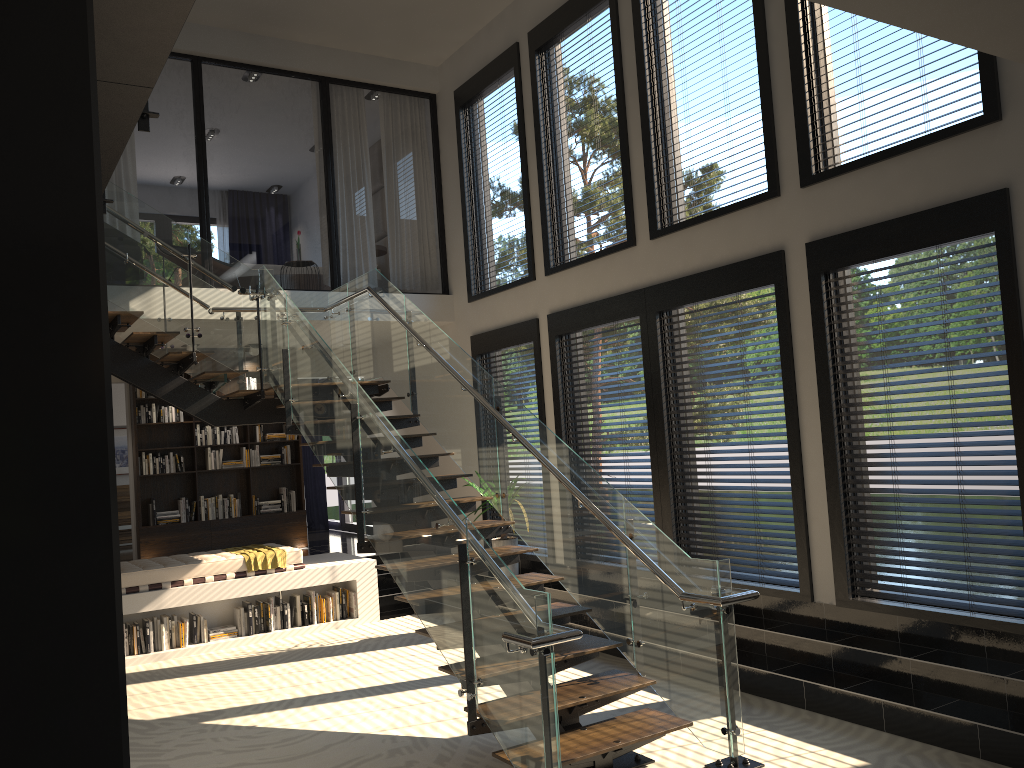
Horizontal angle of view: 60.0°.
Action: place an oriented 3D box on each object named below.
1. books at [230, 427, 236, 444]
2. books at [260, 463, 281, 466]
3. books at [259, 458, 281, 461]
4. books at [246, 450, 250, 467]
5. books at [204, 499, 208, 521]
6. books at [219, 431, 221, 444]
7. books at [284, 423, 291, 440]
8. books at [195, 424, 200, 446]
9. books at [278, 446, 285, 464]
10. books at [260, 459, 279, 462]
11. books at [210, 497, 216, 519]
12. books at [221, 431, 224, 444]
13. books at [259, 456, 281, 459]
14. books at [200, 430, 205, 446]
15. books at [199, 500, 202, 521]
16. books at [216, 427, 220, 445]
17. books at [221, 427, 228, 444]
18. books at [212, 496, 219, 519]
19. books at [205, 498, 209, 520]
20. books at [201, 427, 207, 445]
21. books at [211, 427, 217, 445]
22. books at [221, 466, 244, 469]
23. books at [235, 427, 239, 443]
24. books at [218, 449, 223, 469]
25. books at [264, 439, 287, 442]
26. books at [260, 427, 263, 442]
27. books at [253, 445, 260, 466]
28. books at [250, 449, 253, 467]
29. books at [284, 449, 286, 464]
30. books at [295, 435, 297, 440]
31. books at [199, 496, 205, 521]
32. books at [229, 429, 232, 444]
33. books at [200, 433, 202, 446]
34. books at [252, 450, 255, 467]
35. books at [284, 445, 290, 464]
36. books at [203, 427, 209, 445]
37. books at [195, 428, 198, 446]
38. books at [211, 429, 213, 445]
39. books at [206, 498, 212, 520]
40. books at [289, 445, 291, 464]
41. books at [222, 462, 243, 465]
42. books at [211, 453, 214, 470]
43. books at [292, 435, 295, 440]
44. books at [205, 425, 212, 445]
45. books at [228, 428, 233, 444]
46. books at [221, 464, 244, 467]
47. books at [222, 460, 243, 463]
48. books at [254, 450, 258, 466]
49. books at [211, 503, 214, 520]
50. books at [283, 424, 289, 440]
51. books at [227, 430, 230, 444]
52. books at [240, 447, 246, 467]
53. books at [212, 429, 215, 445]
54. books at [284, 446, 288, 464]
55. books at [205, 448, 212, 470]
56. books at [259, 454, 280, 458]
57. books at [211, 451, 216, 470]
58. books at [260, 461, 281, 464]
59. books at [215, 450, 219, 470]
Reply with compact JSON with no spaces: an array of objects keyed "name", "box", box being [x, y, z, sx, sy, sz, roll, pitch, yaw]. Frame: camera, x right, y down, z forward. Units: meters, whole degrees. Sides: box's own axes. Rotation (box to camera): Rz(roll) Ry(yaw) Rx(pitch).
[{"name":"books","box":[-3.645,0.670,11.576,0.024,0.220,0.148,-2,-3,-32]},{"name":"books","box":[-3.220,1.067,11.770,0.288,0.026,0.175,-2,-4,-27]},{"name":"books","box":[-3.230,1.000,11.782,0.268,0.022,0.156,-2,-4,-36]},{"name":"books","box":[-3.496,0.976,11.637,0.037,0.232,0.231,-2,-3,-32]},{"name":"books","box":[-3.917,1.603,11.289,0.030,0.262,0.173,-2,-3,-32]},{"name":"books","box":[-3.796,0.697,11.475,0.021,0.176,0.161,-2,-3,-32]},{"name":"books","box":[-3.025,0.642,11.969,0.028,0.239,0.187,-2,-3,-32]},{"name":"books","box":[-4.025,0.657,11.343,0.031,0.271,0.158,-2,-3,-32]},{"name":"books","box":[-3.085,0.953,11.857,0.030,0.244,0.177,-2,-3,-32]},{"name":"books","box":[-3.235,1.023,11.791,0.247,0.022,0.148,-2,-4,-31]},{"name":"books","box":[-3.832,1.593,11.360,0.031,0.280,0.141,-2,-3,-32]},{"name":"books","box":[-3.768,0.698,11.495,0.047,0.171,0.167,-2,-3,-32]},{"name":"books","box":[-3.231,0.979,11.782,0.260,0.021,0.167,-2,-4,-34]},{"name":"books","box":[-3.969,0.691,11.358,0.024,0.197,0.175,-2,-3,-32]},{"name":"books","box":[-3.983,1.607,11.277,0.026,0.263,0.156,-2,-3,-32]},{"name":"books","box":[-3.808,0.668,11.445,0.028,0.231,0.167,-2,-3,-32]},{"name":"books","box":[-3.733,0.650,11.510,0.032,0.264,0.149,-2,-3,-32]},{"name":"books","box":[-3.805,1.583,11.376,0.032,0.298,0.170,-2,-3,-32]},{"name":"books","box":[-3.904,1.598,11.320,0.025,0.274,0.150,-2,-3,-32]},{"name":"books","box":[-3.945,0.674,11.366,0.027,0.228,0.208,-2,-3,-32]},{"name":"books","box":[-3.839,0.663,11.440,0.030,0.244,0.142,-2,-3,-32]},{"name":"books","box":[-3.648,1.083,11.521,0.274,0.025,0.156,-2,-4,-35]},{"name":"books","box":[-3.616,0.670,11.596,0.046,0.219,0.145,-2,-3,-32]},{"name":"books","box":[-3.780,0.970,11.450,0.067,0.260,0.159,-2,-3,-32]},{"name":"books","box":[-3.178,0.757,11.888,0.266,0.021,0.156,-2,-4,-34]},{"name":"books","box":[-3.343,0.674,11.767,0.026,0.196,0.148,-2,-3,-32]},{"name":"books","box":[-3.369,0.946,11.688,0.031,0.277,0.168,-2,-3,-32]},{"name":"books","box":[-3.449,0.972,11.661,0.025,0.232,0.156,-2,-3,-32]},{"name":"books","box":[-3.065,0.969,11.880,0.025,0.212,0.168,-2,-3,-32]},{"name":"books","box":[-2.945,0.662,12.005,0.051,0.194,0.192,-2,-3,-31]},{"name":"books","box":[-3.942,1.579,11.265,0.035,0.312,0.160,-2,-3,-32]},{"name":"books","box":[-3.685,0.687,11.541,0.024,0.187,0.148,-2,-3,-32]},{"name":"books","box":[-3.997,0.710,11.356,0.027,0.162,0.126,-2,-3,-32]},{"name":"books","box":[-3.419,0.980,11.664,0.029,0.214,0.149,-2,-3,-32]},{"name":"books","box":[-3.019,0.947,11.895,0.026,0.251,0.178,-2,-3,-32]},{"name":"books","box":[-3.927,0.669,11.387,0.027,0.239,0.153,-2,-3,-32]},{"name":"books","box":[-4.051,0.680,11.327,0.030,0.228,0.177,-2,-3,-32]},{"name":"books","box":[-3.887,0.688,11.428,0.026,0.201,0.146,-2,-3,-32]},{"name":"books","box":[-3.867,1.595,11.312,0.030,0.275,0.160,-2,-3,-32]},{"name":"books","box":[-3.010,0.951,11.927,0.022,0.246,0.133,-2,-3,-32]},{"name":"books","box":[-3.649,1.033,11.519,0.261,0.024,0.167,-2,-4,-35]},{"name":"books","box":[-3.853,0.991,11.358,0.023,0.218,0.196,-2,-3,-32]},{"name":"books","box":[-2.976,0.665,11.984,0.023,0.189,0.197,-2,-3,-32]},{"name":"books","box":[-3.901,0.658,11.397,0.028,0.258,0.208,-2,-3,-32]},{"name":"books","box":[-3.677,0.678,11.578,0.030,0.208,0.119,-2,-3,-32]},{"name":"books","box":[-3.648,1.057,11.520,0.275,0.025,0.156,-2,-4,-36]},{"name":"books","box":[-3.653,1.008,11.524,0.274,0.025,0.156,-2,-4,-28]},{"name":"books","box":[-3.386,0.980,11.663,0.026,0.209,0.184,-2,-3,-32]},{"name":"books","box":[-3.848,1.625,11.335,0.025,0.214,0.170,-2,-3,-32]},{"name":"books","box":[-3.052,0.654,11.962,0.026,0.219,0.156,-2,-3,-32]},{"name":"books","box":[-3.701,0.691,11.518,0.027,0.179,0.164,-2,-3,-32]},{"name":"books","box":[-3.518,0.960,11.613,0.026,0.263,0.156,-2,-3,-32]},{"name":"books","box":[-3.867,0.684,11.438,0.020,0.206,0.147,-2,-3,-32]},{"name":"books","box":[-3.051,0.952,11.901,0.023,0.246,0.147,-2,-3,-32]},{"name":"books","box":[-3.897,0.962,11.376,0.030,0.284,0.177,-2,-3,-32]},{"name":"books","box":[-3.236,0.958,11.788,0.272,0.022,0.156,-2,-4,-33]},{"name":"books","box":[-3.848,0.979,11.400,0.030,0.245,0.167,-2,-3,-32]},{"name":"books","box":[-3.228,1.044,11.781,0.274,0.022,0.156,-2,-4,-35]},{"name":"books","box":[-3.807,0.977,11.396,0.036,0.244,0.194,-2,-3,-32]}]
